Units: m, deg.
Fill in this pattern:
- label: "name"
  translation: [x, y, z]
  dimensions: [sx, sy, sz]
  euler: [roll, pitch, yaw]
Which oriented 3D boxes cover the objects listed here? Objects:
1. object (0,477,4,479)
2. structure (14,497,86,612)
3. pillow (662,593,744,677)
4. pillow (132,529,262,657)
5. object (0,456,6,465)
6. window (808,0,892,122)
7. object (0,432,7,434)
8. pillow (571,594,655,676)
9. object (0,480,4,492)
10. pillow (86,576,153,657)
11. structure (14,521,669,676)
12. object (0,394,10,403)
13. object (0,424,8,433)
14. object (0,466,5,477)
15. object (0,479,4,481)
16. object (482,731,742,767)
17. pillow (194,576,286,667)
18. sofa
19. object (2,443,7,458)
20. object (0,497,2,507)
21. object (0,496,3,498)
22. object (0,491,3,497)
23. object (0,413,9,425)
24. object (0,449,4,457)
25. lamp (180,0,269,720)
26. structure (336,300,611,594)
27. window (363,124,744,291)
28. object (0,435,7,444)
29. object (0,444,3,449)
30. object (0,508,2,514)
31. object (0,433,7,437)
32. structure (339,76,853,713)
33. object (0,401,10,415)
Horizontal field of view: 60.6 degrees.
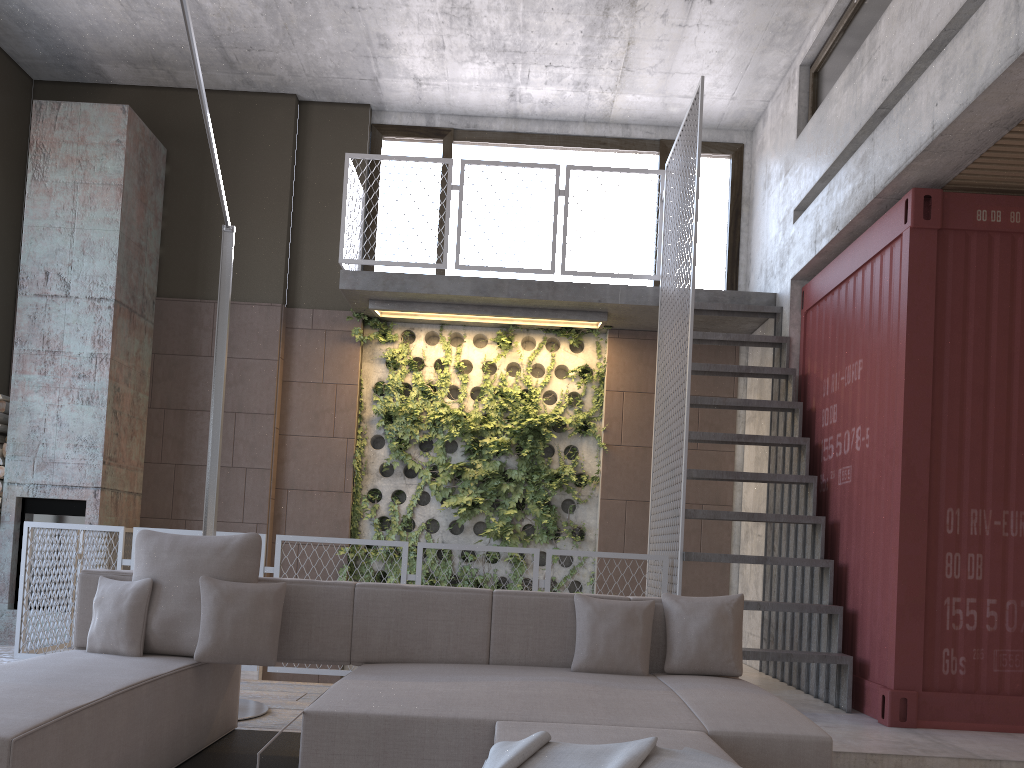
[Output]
- label: "object"
  translation: [-4.211, 0.760, 7.401]
  dimensions: [0.101, 0.101, 0.297]
  euler: [3, -10, 1]
- label: "structure"
  translation: [-3.798, 1.418, 7.279]
  dimensions: [0.576, 0.918, 0.057]
  euler: [3, -2, 0]
- label: "pillow"
  translation: [0.841, 1.098, 3.865]
  dimensions: [0.362, 0.362, 0.190]
  euler: [2, -4, 5]
- label: "pillow"
  translation: [-1.401, 0.912, 3.829]
  dimensions: [0.563, 0.551, 0.223]
  euler: [3, -4, 2]
- label: "object"
  translation: [-4.232, 0.670, 7.432]
  dimensions: [0.071, 0.071, 0.430]
  euler: [3, -11, 0]
- label: "window"
  translation: [2.383, -3.056, 2.813]
  dimensions: [0.113, 0.597, 8.579]
  euler: [3, -11, 0]
- label: "object"
  translation: [-4.315, 0.380, 7.407]
  dimensions: [0.067, 0.065, 0.430]
  euler: [3, -11, 0]
- label: "pillow"
  translation: [0.446, 1.109, 3.842]
  dimensions: [0.370, 0.355, 0.189]
  euler: [3, -4, 0]
- label: "object"
  translation: [-4.236, 0.870, 7.384]
  dimensions: [0.088, 0.107, 0.371]
  euler: [3, -10, 0]
- label: "pillow"
  translation: [-1.701, 1.017, 3.792]
  dimensions: [0.369, 0.372, 0.152]
  euler: [-1, -5, 33]
- label: "structure"
  translation: [-1.163, 1.706, 6.951]
  dimensions: [4.427, 0.923, 1.958]
  euler: [3, -9, 0]
- label: "object"
  translation: [-4.281, 0.136, 7.455]
  dimensions: [0.087, 0.055, 0.338]
  euler: [3, -11, 0]
- label: "object"
  translation: [-4.234, 0.384, 7.408]
  dimensions: [0.066, 0.066, 0.430]
  euler: [3, -11, 0]
- label: "object"
  translation: [-4.210, 0.761, 7.438]
  dimensions: [0.091, 0.091, 0.444]
  euler: [3, -11, 0]
- label: "object"
  translation: [-4.338, 0.812, 7.385]
  dimensions: [0.089, 0.056, 0.338]
  euler: [3, -11, 1]
- label: "object"
  translation: [0.148, 1.012, 1.578]
  dimensions: [1.043, 0.496, 1.625]
  euler: [0, -11, 18]
- label: "pillow"
  translation: [-1.148, 1.007, 3.721]
  dimensions: [0.379, 0.368, 0.170]
  euler: [6, -5, -26]
- label: "sofa"
  translation: [-0.477, 1.070, 2.757]
  dimensions: [2.997, 0.775, 3.062]
  euler: [3, -10, 0]
- label: "object"
  translation: [-4.190, 0.580, 7.436]
  dimensions: [0.063, 0.124, 0.370]
  euler: [3, -10, -1]
- label: "object"
  translation: [-4.230, 1.008, 7.413]
  dimensions: [0.093, 0.082, 0.487]
  euler: [3, -11, 0]
- label: "object"
  translation: [-4.319, 0.995, 7.422]
  dimensions: [0.092, 0.092, 0.444]
  euler: [3, -11, 1]
- label: "object"
  translation: [-4.260, 0.929, 7.451]
  dimensions: [0.101, 0.085, 0.369]
  euler: [3, -10, 0]
- label: "object"
  translation: [-4.271, 0.302, 7.404]
  dimensions: [0.093, 0.091, 0.444]
  euler: [3, -11, 0]
- label: "object"
  translation: [-4.260, 0.612, 7.428]
  dimensions: [0.067, 0.083, 0.432]
  euler: [3, -11, -2]
- label: "lamp"
  translation: [-1.452, -0.045, 4.037]
  dimensions: [0.758, 3.384, 2.657]
  euler: [4, -6, -12]
- label: "structure"
  translation: [-0.295, 0.971, 8.027]
  dimensions: [2.628, 3.780, 1.014]
  euler: [3, -3, 0]
- label: "window"
  translation: [0.394, -1.517, 8.407]
  dimensions: [3.565, 1.733, 0.111]
  euler: [3, -2, 0]
- label: "object"
  translation: [-4.284, 0.483, 7.448]
  dimensions: [0.067, 0.070, 0.430]
  euler: [3, -11, -1]
- label: "object"
  translation: [-4.292, 0.543, 7.418]
  dimensions: [0.122, 0.067, 0.369]
  euler: [3, -11, 1]
- label: "object"
  translation: [-4.229, 1.060, 7.304]
  dimensions: [0.063, 0.047, 0.254]
  euler: [3, -11, -1]
- label: "object"
  translation: [-4.381, 0.419, 7.419]
  dimensions: [0.115, 0.078, 0.442]
  euler: [3, -11, 0]
- label: "structure"
  translation: [0.328, 0.224, 6.934]
  dimensions: [3.684, 4.267, 3.075]
  euler: [3, -5, 0]
- label: "object"
  translation: [-4.284, 0.218, 7.483]
  dimensions: [0.099, 0.106, 0.299]
  euler: [3, -10, 1]
